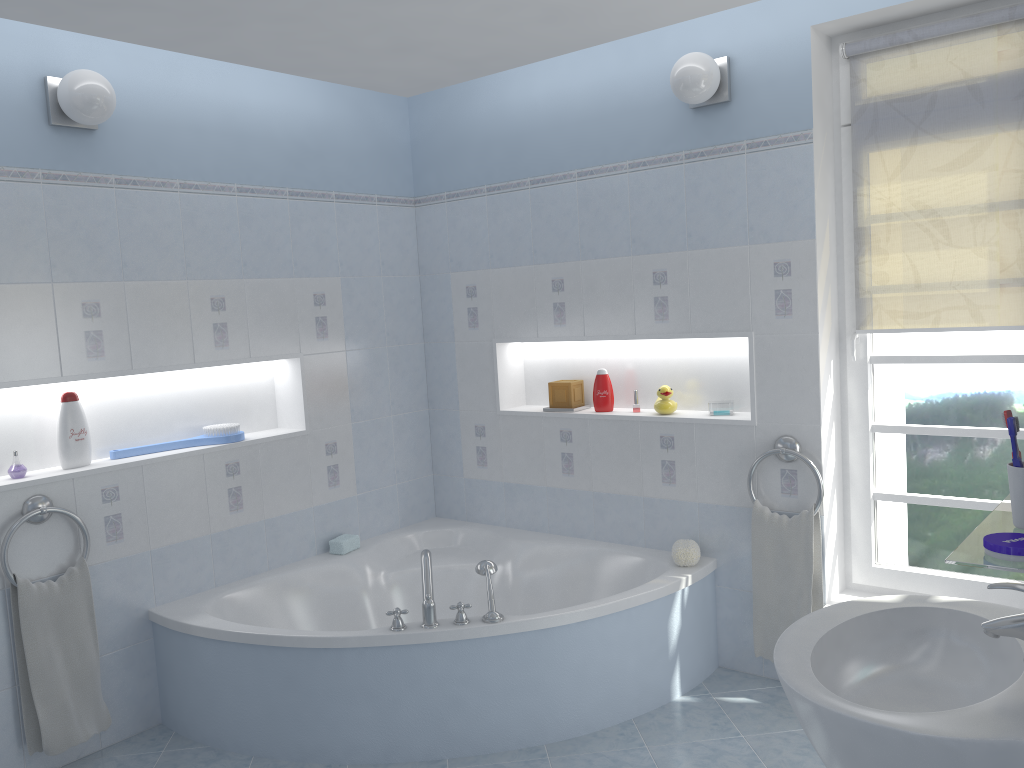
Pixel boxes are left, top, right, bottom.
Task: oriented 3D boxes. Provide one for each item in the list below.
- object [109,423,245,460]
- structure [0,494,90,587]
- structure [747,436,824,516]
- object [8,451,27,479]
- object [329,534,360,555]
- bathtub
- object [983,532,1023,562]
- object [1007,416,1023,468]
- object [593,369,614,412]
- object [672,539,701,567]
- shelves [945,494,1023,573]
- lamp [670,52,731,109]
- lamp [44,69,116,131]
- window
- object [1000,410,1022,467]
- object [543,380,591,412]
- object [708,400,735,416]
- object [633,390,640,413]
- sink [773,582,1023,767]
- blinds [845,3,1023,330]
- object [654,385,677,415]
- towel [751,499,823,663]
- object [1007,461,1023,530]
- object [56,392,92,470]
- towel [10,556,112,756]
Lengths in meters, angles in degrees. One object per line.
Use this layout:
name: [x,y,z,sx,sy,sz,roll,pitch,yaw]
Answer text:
object: [-1.337,0.222,3.545,0.534,0.065,0.172,-7,6,-36]
structure: [-1.579,0.539,2.996,0.051,0.332,0.291,1,7,39]
structure: [1.012,0.359,3.279,0.291,0.332,0.051,1,7,39]
object: [-1.697,0.275,3.039,0.059,0.094,0.059,0,6,34]
object: [-0.747,0.715,3.959,0.081,0.059,0.128,-1,6,26]
bathtub: [-0.272,0.900,3.443,1.596,0.670,1.578,1,7,39]
object: [0.716,0.231,1.258,0.083,0.020,0.083,-8,7,-43]
object: [0.786,0.135,1.368,0.054,0.175,0.012,-6,6,-25]
object: [0.397,0.028,3.870,0.092,0.190,0.044,-2,5,14]
object: [0.685,0.665,3.492,0.105,0.077,0.165,-2,5,11]
shelves: [0.872,0.233,1.438,0.170,0.045,0.620,1,7,39]
lamp: [0.678,-1.115,3.244,0.180,0.180,0.216,1,7,39]
lamp: [-1.447,-0.967,3.003,0.216,0.180,0.180,1,7,39]
window: [1.518,-0.233,3.087,0.758,2.067,0.142,1,7,39]
object: [0.794,0.130,1.404,0.012,0.178,0.050,-4,5,-11]
object: [0.247,0.051,4.020,0.160,0.130,0.160,0,6,34]
object: [0.842,0.097,3.563,0.102,0.053,0.072,-2,5,14]
object: [0.532,0.073,3.797,0.030,0.096,0.030,-2,5,11]
sink: [0.757,0.574,1.578,0.533,0.489,0.634,1,7,39]
blinds: [1.451,-0.692,3.004,0.598,1.032,0.046,1,7,39]
object: [0.636,0.064,3.686,0.095,0.122,0.132,-3,5,4]
towel: [1.026,0.745,3.294,0.280,0.635,0.083,1,7,40]
object: [0.803,0.175,1.378,0.058,0.100,0.058,-8,7,-44]
object: [-1.583,0.165,3.196,0.063,0.276,0.134,-1,6,27]
towel: [-1.526,0.923,3.017,0.101,0.634,0.280,0,6,37]
